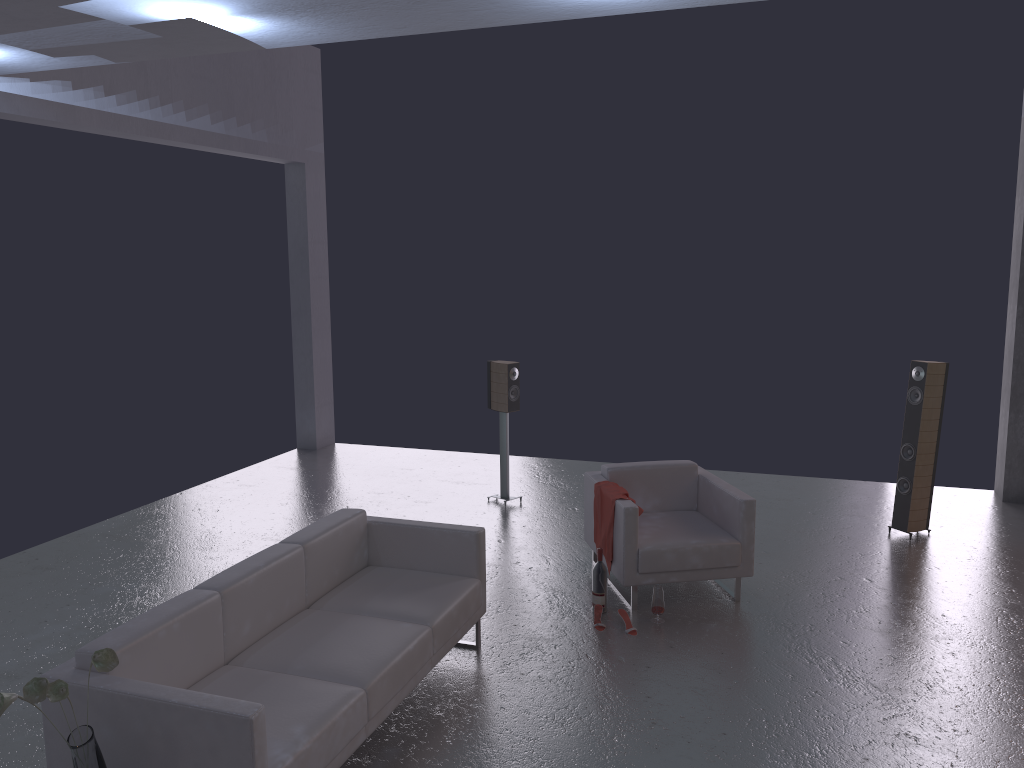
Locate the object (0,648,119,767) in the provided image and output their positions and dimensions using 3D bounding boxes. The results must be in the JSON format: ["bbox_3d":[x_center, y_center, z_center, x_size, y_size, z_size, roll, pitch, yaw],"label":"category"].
[{"bbox_3d":[-1.603,1.422,3.145,0.400,1.051,0.387,-6,10,-32],"label":"object"}]

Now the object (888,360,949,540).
[{"bbox_3d":[3.437,0.536,7.427,0.444,1.473,0.244,-4,9,-25],"label":"object"}]

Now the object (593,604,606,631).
[{"bbox_3d":[0.560,1.511,5.736,0.079,0.087,0.235,-1,8,-3],"label":"object"}]

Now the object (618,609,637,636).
[{"bbox_3d":[0.742,1.521,5.664,0.079,0.087,0.235,-2,9,-13],"label":"object"}]

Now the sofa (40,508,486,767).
[{"bbox_3d":[-1.008,1.336,4.493,1.026,0.824,2.353,3,9,19],"label":"sofa"}]

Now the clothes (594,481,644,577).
[{"bbox_3d":[0.749,1.030,6.293,0.254,0.604,0.574,-2,9,-11],"label":"clothes"}]

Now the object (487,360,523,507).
[{"bbox_3d":[-0.083,0.462,8.490,0.243,1.363,0.333,-7,11,-39],"label":"object"}]

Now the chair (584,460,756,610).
[{"bbox_3d":[1.108,1.043,6.433,0.936,0.808,1.026,-2,9,-10],"label":"chair"}]

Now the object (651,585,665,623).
[{"bbox_3d":[0.951,1.430,5.774,0.091,0.233,0.091,-8,11,-42],"label":"object"}]

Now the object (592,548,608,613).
[{"bbox_3d":[0.587,1.307,5.924,0.109,0.435,0.109,-8,12,-43],"label":"object"}]
